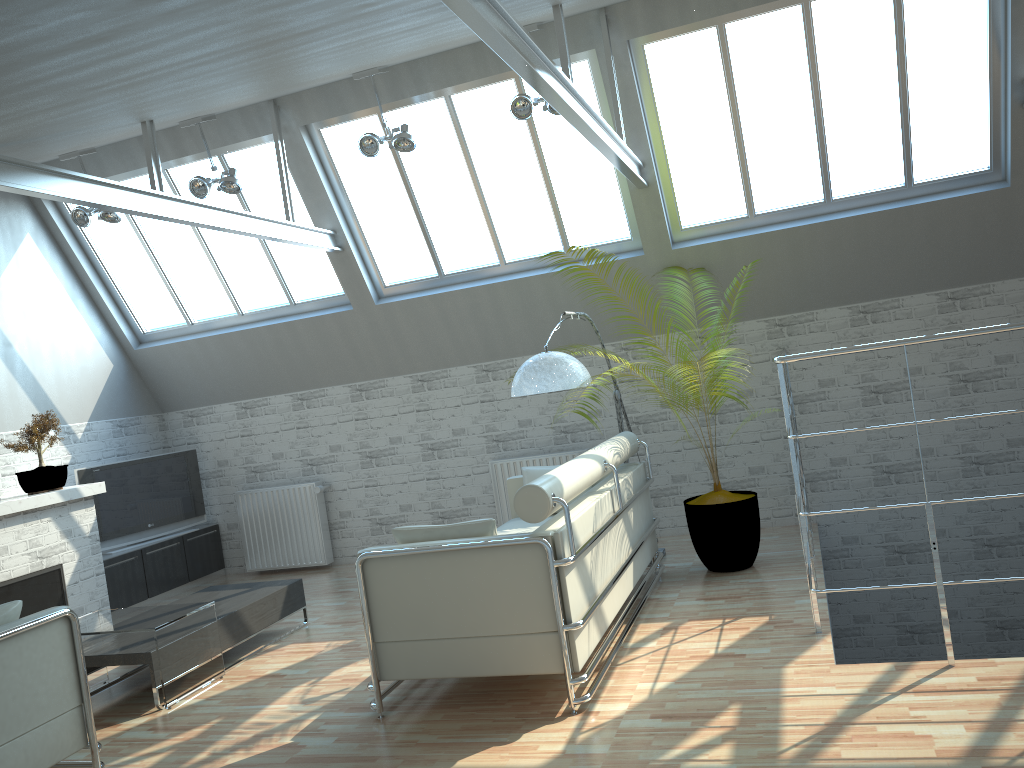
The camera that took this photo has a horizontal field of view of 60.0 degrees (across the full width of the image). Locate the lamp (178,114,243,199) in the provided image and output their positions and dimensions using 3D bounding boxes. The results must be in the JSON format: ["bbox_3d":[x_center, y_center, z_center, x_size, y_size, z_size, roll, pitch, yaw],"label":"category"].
[{"bbox_3d":[-4.481,-3.357,13.021,0.808,1.172,0.619,-8,0,22],"label":"lamp"}]

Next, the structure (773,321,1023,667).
[{"bbox_3d":[5.986,0.611,10.030,5.366,2.781,6.483,-8,0,18],"label":"structure"}]

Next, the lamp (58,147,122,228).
[{"bbox_3d":[-6.562,-3.048,13.699,0.808,1.172,0.619,-8,0,22],"label":"lamp"}]

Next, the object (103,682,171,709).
[{"bbox_3d":[-6.064,2.526,10.305,4.859,2.558,1.528,-8,0,17],"label":"object"}]

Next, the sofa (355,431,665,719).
[{"bbox_3d":[0.256,1.864,10.243,2.199,1.999,4.866,-8,0,18],"label":"sofa"}]

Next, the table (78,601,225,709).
[{"bbox_3d":[-4.370,3.106,10.127,1.726,0.867,1.015,-8,0,18],"label":"table"}]

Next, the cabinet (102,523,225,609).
[{"bbox_3d":[-6.544,3.353,15.849,0.908,1.016,3.234,-8,0,18],"label":"cabinet"}]

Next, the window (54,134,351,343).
[{"bbox_3d":[-5.325,-2.435,15.425,4.651,2.787,1.897,-8,0,18],"label":"window"}]

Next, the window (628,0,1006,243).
[{"bbox_3d":[4.240,-3.853,12.305,4.651,2.787,1.897,-8,0,18],"label":"window"}]

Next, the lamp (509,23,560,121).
[{"bbox_3d":[0.277,-4.062,11.468,0.808,1.172,0.619,-8,0,22],"label":"lamp"}]

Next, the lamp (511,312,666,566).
[{"bbox_3d":[1.346,0.818,12.539,1.015,3.709,4.621,-8,0,24],"label":"lamp"}]

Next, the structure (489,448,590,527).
[{"bbox_3d":[0.646,1.942,14.994,1.892,1.524,0.508,-8,0,18],"label":"structure"}]

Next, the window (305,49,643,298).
[{"bbox_3d":[-0.542,-3.144,13.865,4.651,2.787,1.897,-8,0,18],"label":"window"}]

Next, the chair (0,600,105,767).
[{"bbox_3d":[-5.181,2.689,7.191,2.507,2.001,2.201,-8,0,18],"label":"chair"}]

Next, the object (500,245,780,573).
[{"bbox_3d":[1.852,0.412,11.672,3.777,4.386,5.015,-9,0,-7],"label":"object"}]

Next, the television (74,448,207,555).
[{"bbox_3d":[-6.644,2.088,15.909,0.592,1.514,2.577,-8,0,28],"label":"television"}]

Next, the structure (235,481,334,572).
[{"bbox_3d":[-4.189,2.659,16.571,1.892,1.524,0.508,-8,0,18],"label":"structure"}]

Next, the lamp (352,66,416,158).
[{"bbox_3d":[-1.821,-3.751,12.153,0.808,1.172,0.618,-8,0,22],"label":"lamp"}]

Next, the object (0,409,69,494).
[{"bbox_3d":[-7.298,1.038,13.531,0.572,1.265,1.115,-8,0,22],"label":"object"}]

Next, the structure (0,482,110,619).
[{"bbox_3d":[-7.806,0.442,12.777,1.309,7.180,3.302,-8,0,18],"label":"structure"}]
